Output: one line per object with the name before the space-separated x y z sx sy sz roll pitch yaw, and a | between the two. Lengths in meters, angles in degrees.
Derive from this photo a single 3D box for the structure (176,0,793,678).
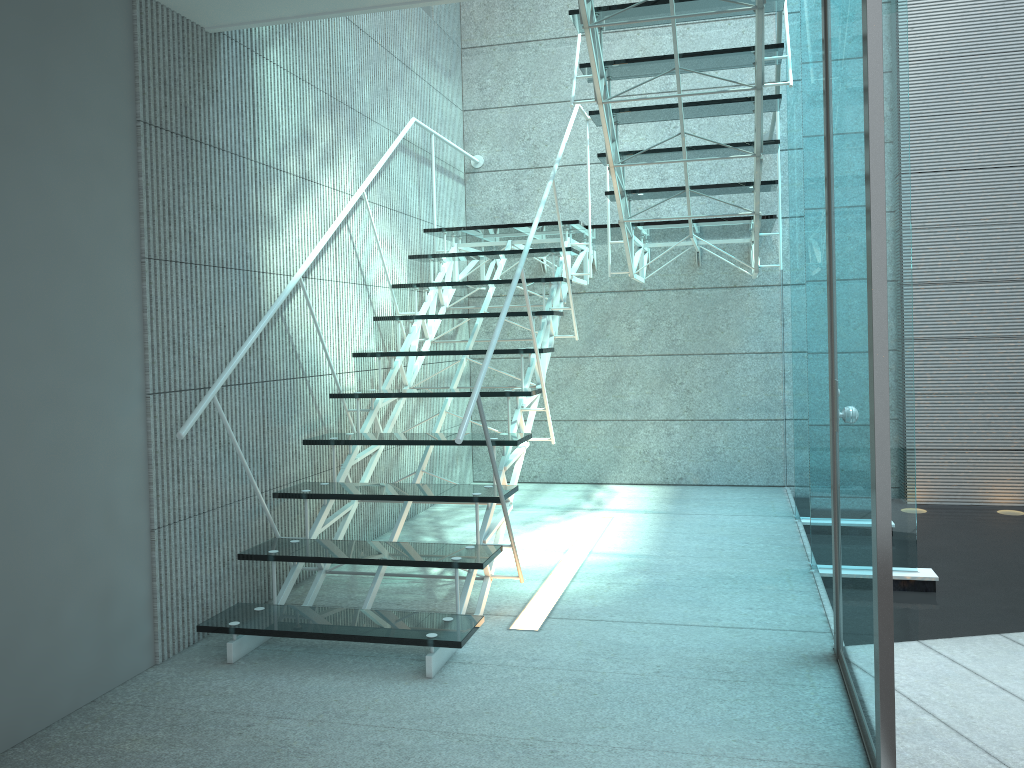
structure | 0.240 -2.272 3.931 1.910 6.003 3.299 -1 2 14

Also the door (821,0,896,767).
door | 0.848 -0.219 2.149 0.076 2.063 0.866 -1 1 14
